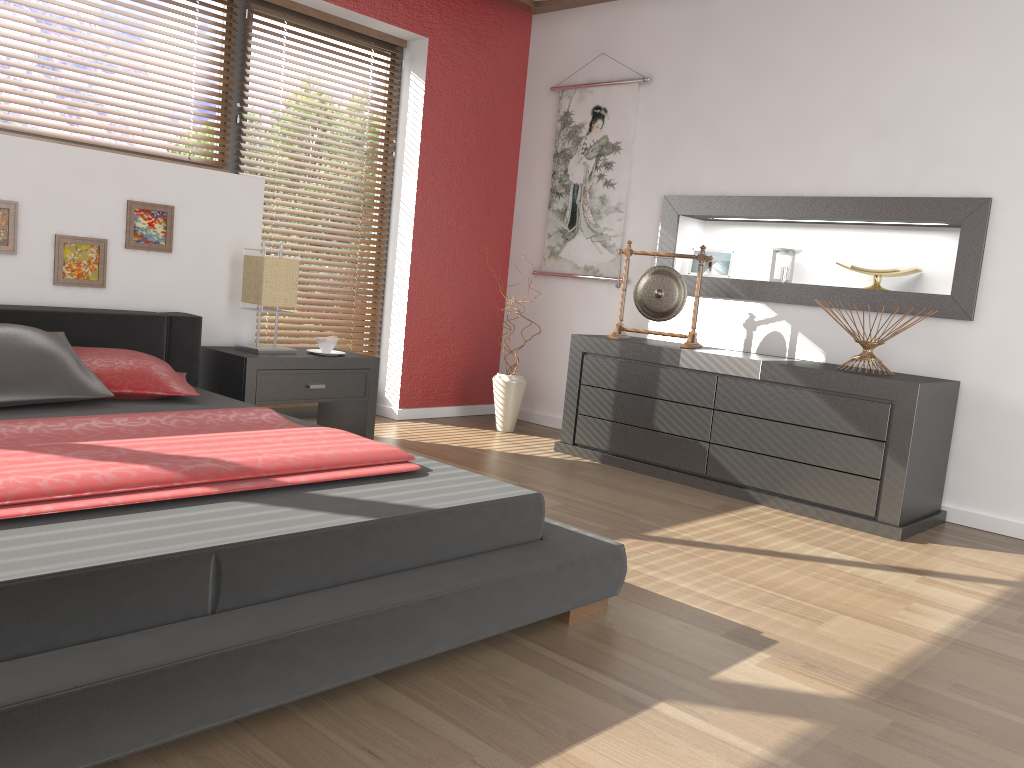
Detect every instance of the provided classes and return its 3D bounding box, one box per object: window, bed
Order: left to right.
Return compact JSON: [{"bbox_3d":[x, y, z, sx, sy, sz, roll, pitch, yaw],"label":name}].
[{"bbox_3d":[-2.337,-1.415,3.229,0.020,0.786,2.817,11,9,42],"label":"window"},{"bbox_3d":[-1.395,0.167,2.214,2.413,0.577,2.469,11,9,42],"label":"bed"},{"bbox_3d":[-1.066,-0.916,4.721,0.020,1.893,0.889,11,9,42],"label":"window"}]

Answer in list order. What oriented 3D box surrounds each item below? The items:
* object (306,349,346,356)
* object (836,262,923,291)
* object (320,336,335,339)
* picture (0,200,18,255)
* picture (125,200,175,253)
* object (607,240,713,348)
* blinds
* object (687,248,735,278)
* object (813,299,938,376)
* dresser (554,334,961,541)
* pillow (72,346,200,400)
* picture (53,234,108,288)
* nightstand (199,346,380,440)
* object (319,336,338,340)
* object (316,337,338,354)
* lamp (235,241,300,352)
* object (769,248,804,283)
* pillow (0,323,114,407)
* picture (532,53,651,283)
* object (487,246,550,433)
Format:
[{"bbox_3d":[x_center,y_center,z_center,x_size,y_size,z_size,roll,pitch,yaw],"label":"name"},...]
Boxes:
[{"bbox_3d":[-0.866,-0.146,4.130,0.179,0.012,0.179,3,7,-22],"label":"object"},{"bbox_3d":[1.696,-0.491,4.115,0.350,0.116,0.181,10,8,32],"label":"object"},{"bbox_3d":[-0.860,-0.216,4.129,0.007,0.007,0.192,6,7,7],"label":"object"},{"bbox_3d":[-1.952,-0.590,3.302,0.010,0.200,0.200,11,9,42],"label":"picture"},{"bbox_3d":[-1.528,-0.663,3.745,0.010,0.200,0.200,11,9,42],"label":"picture"},{"bbox_3d":[0.732,-0.450,4.383,0.490,0.498,0.173,9,7,27],"label":"object"},{"bbox_3d":[-2.345,-0.833,3.247,0.032,1.952,4.840,11,9,42],"label":"blinds"},{"bbox_3d":[1.051,-0.640,4.685,0.226,0.146,0.041,8,7,22],"label":"object"},{"bbox_3d":[1.493,-0.190,3.702,0.481,0.282,0.481,6,7,9],"label":"object"},{"bbox_3d":[1.059,0.167,4.128,1.740,0.608,0.540,11,9,42],"label":"dresser"},{"bbox_3d":[-1.505,-0.039,3.122,0.745,0.172,0.418,2,7,-28],"label":"pillow"},{"bbox_3d":[-1.732,-0.491,3.562,0.010,0.200,0.200,11,9,42],"label":"picture"},{"bbox_3d":[-1.022,0.064,4.090,0.413,0.423,0.700,11,9,42],"label":"nightstand"},{"bbox_3d":[-0.850,-0.213,4.109,0.007,0.007,0.192,7,7,12],"label":"object"},{"bbox_3d":[-0.863,-0.178,4.127,0.099,0.069,0.099,3,7,-22],"label":"object"},{"bbox_3d":[-1.088,-0.396,3.977,0.200,0.480,0.200,11,9,42],"label":"lamp"},{"bbox_3d":[1.369,-0.588,4.438,0.159,0.171,0.159,6,7,1],"label":"object"},{"bbox_3d":[-1.670,-0.061,2.729,0.386,0.241,0.744,11,8,38],"label":"pillow"},{"bbox_3d":[0.444,-1.236,5.060,0.701,1.270,0.028,11,9,42],"label":"picture"},{"bbox_3d":[-0.032,-0.246,4.918,0.364,1.035,0.422,8,7,17],"label":"object"}]
